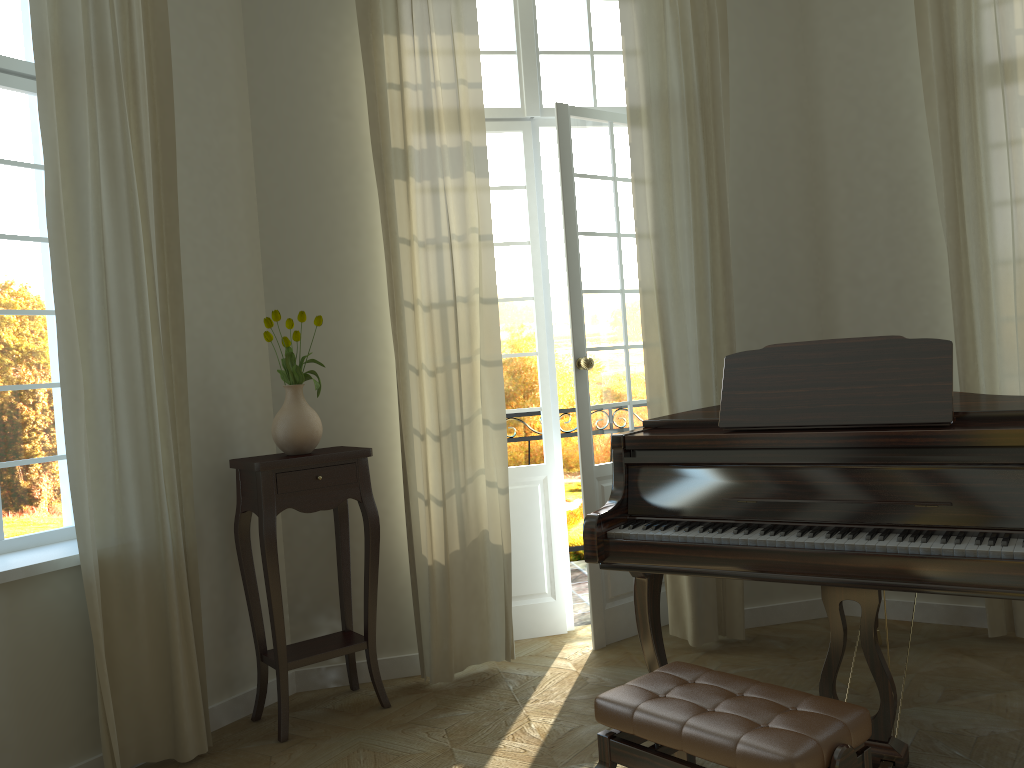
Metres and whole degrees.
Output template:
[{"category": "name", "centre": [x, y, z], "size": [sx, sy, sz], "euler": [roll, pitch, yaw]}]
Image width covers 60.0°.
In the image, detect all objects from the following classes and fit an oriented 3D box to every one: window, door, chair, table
[{"category": "window", "centre": [-2.178, -0.605, 3.004], "size": [0.181, 2.550, 1.400], "euler": [-3, 1, 33]}, {"category": "window", "centre": [0.081, -1.729, 4.622], "size": [1.380, 0.680, 0.055], "euler": [-4, 1, -12]}, {"category": "door", "centre": [0.242, -0.028, 4.476], "size": [1.385, 2.690, 0.425], "euler": [-4, 1, -11]}, {"category": "chair", "centre": [0.551, 1.064, 2.213], "size": [0.385, 0.563, 0.638], "euler": [-5, 2, -42]}, {"category": "table", "centre": [-0.856, 0.852, 3.780], "size": [0.522, 1.114, 0.344], "euler": [-5, 1, -37]}]

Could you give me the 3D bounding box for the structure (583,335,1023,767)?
[{"category": "structure", "centre": [1.376, 0.542, 3.321], "size": [1.514, 1.439, 1.856], "euler": [-3, 1, 33]}]

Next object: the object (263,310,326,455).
[{"category": "object", "centre": [-0.919, -0.007, 3.759], "size": [0.242, 0.609, 0.264], "euler": [-4, 1, 13]}]

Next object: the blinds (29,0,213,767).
[{"category": "blinds", "centre": [-1.443, -0.249, 3.294], "size": [0.159, 3.381, 0.552], "euler": [-3, 1, 36]}]

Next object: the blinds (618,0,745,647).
[{"category": "blinds", "centre": [0.884, -0.438, 4.276], "size": [0.554, 3.386, 0.162], "euler": [-4, 1, -17]}]

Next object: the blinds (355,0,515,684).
[{"category": "blinds", "centre": [-0.339, -0.342, 4.070], "size": [0.552, 3.386, 0.159], "euler": [-4, 1, -15]}]

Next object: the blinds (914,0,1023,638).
[{"category": "blinds", "centre": [2.190, -0.527, 4.014], "size": [0.554, 3.384, 0.162], "euler": [-3, 2, 38]}]
